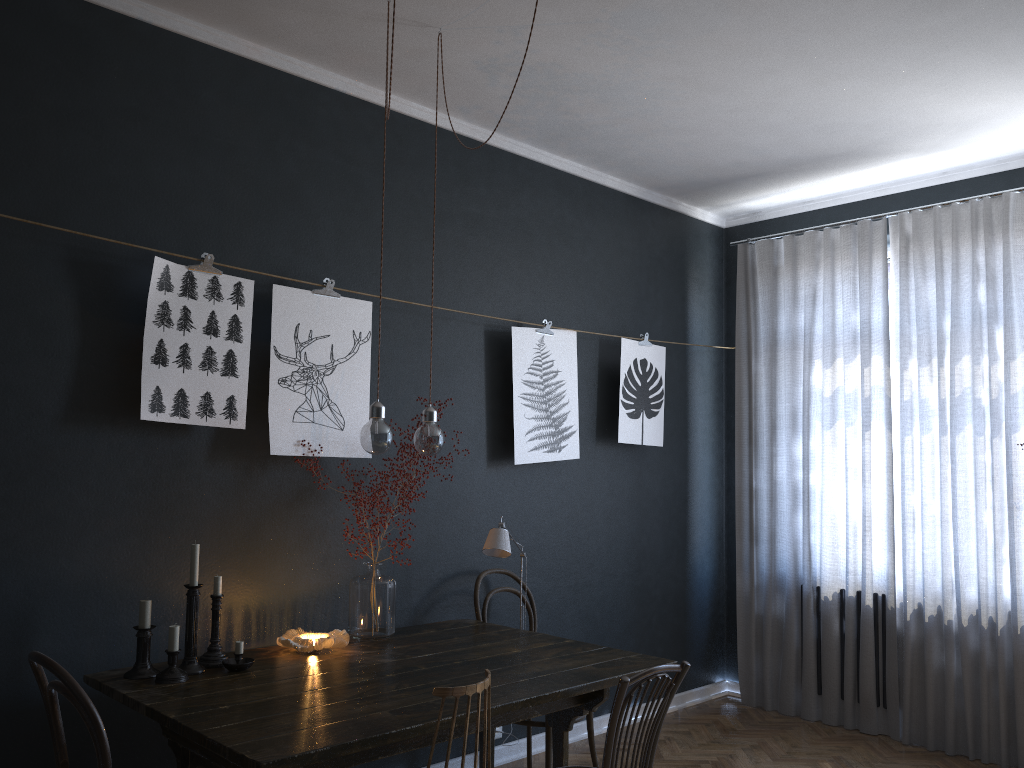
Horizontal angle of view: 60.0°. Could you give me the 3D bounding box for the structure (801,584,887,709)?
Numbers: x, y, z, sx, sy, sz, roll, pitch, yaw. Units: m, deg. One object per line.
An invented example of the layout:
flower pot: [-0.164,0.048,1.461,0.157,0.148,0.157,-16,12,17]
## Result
structure: [2.323,1.402,4.487,0.216,0.600,1.847,5,-6,-44]

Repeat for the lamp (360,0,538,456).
lamp: [-0.081,-0.587,2.508,0.583,1.572,1.592,2,-5,-13]

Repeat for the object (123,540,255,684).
object: [-1.022,0.712,2.840,0.368,0.419,0.223,5,-6,-43]

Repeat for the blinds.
blinds: [2.778,0.410,4.018,0.312,2.785,3.994,5,-6,-44]

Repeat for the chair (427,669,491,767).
chair: [-0.240,1.190,2.325,0.384,0.855,0.456,-2,-5,31]

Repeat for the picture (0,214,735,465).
picture: [-0.158,-0.022,4.036,4.460,0.770,0.058,6,-6,-44]

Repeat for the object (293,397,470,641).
object: [-0.533,0.518,3.460,0.639,0.929,0.557,0,-5,16]

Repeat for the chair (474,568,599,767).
chair: [0.104,1.299,3.892,0.549,0.919,0.438,-3,-6,43]

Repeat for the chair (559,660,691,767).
chair: [0.266,1.249,2.740,0.363,0.819,0.467,5,-6,-44]

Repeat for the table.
table: [-0.390,1.302,2.922,1.605,0.726,1.126,6,-7,-44]

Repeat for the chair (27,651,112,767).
chair: [-0.990,1.143,2.343,0.549,0.919,0.438,5,-6,-42]

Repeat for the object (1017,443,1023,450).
object: [2.665,0.586,4.247,0.514,0.808,0.600,-1,-5,20]

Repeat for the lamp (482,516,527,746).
lamp: [-0.004,1.090,3.814,0.242,1.068,0.801,1,-5,0]

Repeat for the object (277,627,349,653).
object: [-0.709,0.919,3.166,0.254,0.072,0.252,5,-6,-38]
